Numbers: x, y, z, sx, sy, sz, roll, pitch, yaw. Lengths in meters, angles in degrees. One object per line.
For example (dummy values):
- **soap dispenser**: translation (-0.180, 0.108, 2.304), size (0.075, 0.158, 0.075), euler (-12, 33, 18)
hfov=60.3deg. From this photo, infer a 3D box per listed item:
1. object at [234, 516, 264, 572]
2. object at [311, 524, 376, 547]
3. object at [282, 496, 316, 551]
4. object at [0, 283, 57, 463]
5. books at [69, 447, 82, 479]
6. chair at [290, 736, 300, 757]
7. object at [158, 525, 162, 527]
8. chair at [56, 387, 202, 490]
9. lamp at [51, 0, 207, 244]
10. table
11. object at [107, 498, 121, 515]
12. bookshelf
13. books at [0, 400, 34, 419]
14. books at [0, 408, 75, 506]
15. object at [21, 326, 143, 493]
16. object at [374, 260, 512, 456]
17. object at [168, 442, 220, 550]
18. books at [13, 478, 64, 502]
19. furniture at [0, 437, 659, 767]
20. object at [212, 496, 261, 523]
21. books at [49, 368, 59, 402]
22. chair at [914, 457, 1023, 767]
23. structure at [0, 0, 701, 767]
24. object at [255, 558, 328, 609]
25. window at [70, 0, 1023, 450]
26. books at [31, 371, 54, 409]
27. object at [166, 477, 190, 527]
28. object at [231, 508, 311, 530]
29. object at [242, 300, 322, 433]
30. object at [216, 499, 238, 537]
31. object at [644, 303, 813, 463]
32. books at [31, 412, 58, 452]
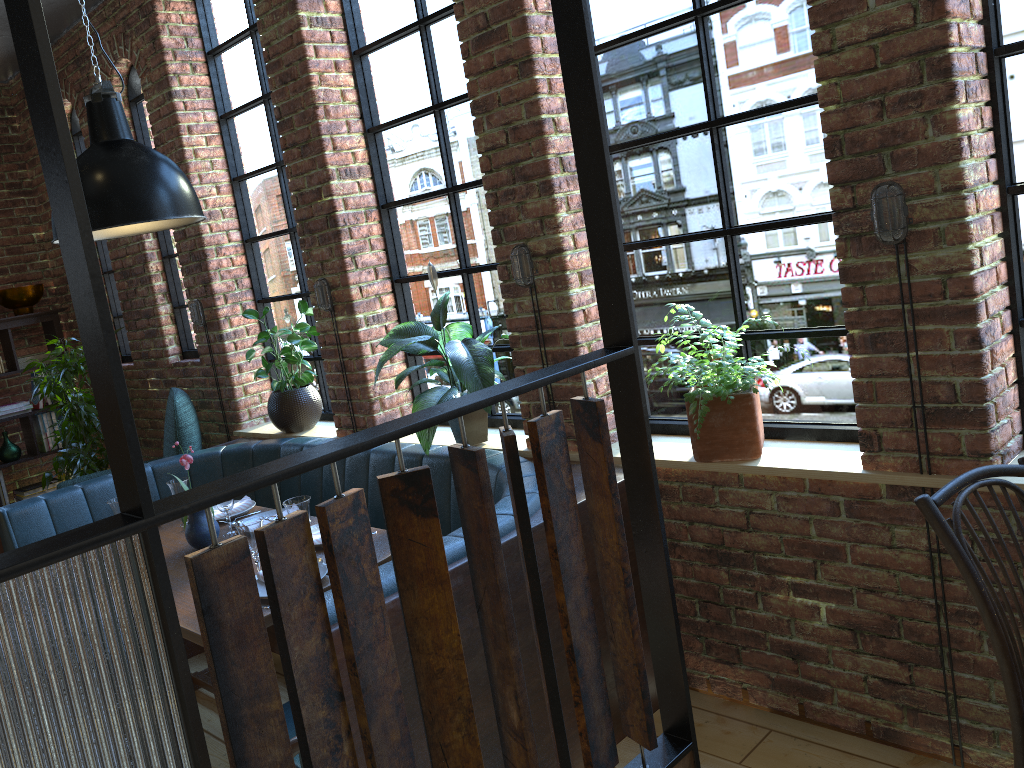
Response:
- **object**: translation (-0.838, 0.538, 2.870), size (0.096, 0.191, 0.101), euler (-12, 8, -14)
- **object**: translation (-0.661, 0.526, 3.181), size (0.258, 0.051, 0.340), euler (-18, 12, -40)
- **object**: translation (-0.721, 0.491, 3.025), size (0.096, 0.191, 0.101), euler (-12, 8, -14)
- **object**: translation (-3.370, 0.220, 6.127), size (0.342, 1.752, 0.585), euler (-4, 10, 40)
- **books**: translation (-3.158, 0.597, 6.356), size (0.198, 0.271, 0.081), euler (-2, 11, 46)
- **chair**: translation (-0.404, 1.039, 1.229), size (0.531, 0.916, 0.455), euler (-14, 8, -26)
- **object**: translation (-1.641, 0.618, 3.689), size (0.312, 0.051, 0.282), euler (-18, 12, -40)
- **chair**: translation (-2.187, 0.656, 4.887), size (1.005, 1.092, 0.833), euler (-13, 8, -19)
- **lamp**: translation (-1.453, -1.186, 3.031), size (0.512, 1.319, 0.549), euler (-13, 8, -26)
- **table**: translation (-1.063, 0.940, 3.317), size (1.612, 0.657, 0.789), euler (-1, 13, 46)
- **object**: translation (-1.558, 0.555, 3.544), size (0.096, 0.191, 0.101), euler (-12, 8, -14)
- **bookshelf**: translation (-3.368, 0.366, 6.145), size (0.783, 1.659, 0.332), euler (-17, 10, -43)
- **books**: translation (-3.459, 0.182, 6.064), size (0.187, 0.079, 0.258), euler (-1, 13, 46)
- **books**: translation (-3.351, 0.510, 6.165), size (0.199, 0.572, 0.563), euler (-3, 11, 44)
- **object**: translation (-2.673, 0.412, 5.560), size (0.890, 1.520, 0.703), euler (-6, 8, 25)
- **object**: translation (-0.277, -0.126, 3.503), size (0.767, 0.747, 0.583), euler (-2, 11, 45)
- **object**: translation (-1.202, 0.407, 3.317), size (0.132, 0.429, 0.226), euler (-13, 8, -26)
- **books**: translation (-3.302, 0.748, 6.167), size (0.290, 0.087, 0.256), euler (-18, 12, -41)
- **furniture**: translation (-0.888, 0.798, 3.478), size (2.735, 0.817, 1.310), euler (-1, 13, 46)
- **object**: translation (-1.235, 0.534, 3.753), size (0.258, 0.051, 0.340), euler (-18, 12, -40)
- **books**: translation (-3.254, 0.017, 6.282), size (0.186, 0.256, 0.076), euler (-2, 11, 46)
- **chair**: translation (1.213, 0.652, 1.780), size (0.393, 0.910, 0.540), euler (-13, 8, -24)
- **structure**: translation (-3.763, 0.588, 0.249), size (6.086, 3.308, 5.824), euler (-5, 10, 30)
- **object**: translation (-0.698, 0.603, 2.766), size (0.312, 0.051, 0.282), euler (-18, 12, -40)
- **window**: translation (-2.075, -0.743, 4.208), size (8.722, 2.416, 3.382), euler (-8, 9, 14)
- **books**: translation (-3.329, 0.041, 6.222), size (0.170, 0.257, 0.119), euler (-2, 11, 46)
- **object**: translation (-1.383, 0.497, 3.701), size (0.096, 0.191, 0.101), euler (-12, 8, -14)
- **object**: translation (-0.963, 0.531, 3.476), size (0.258, 0.051, 0.340), euler (-18, 12, -40)
- **object**: translation (-1.139, -0.087, 4.511), size (0.375, 0.659, 0.529), euler (-13, 8, -21)
- **object**: translation (-1.110, 0.493, 3.428), size (0.096, 0.191, 0.101), euler (-12, 8, -14)
- **object**: translation (0.642, -0.017, 2.738), size (0.408, 0.480, 0.477), euler (-13, 9, -22)
- **books**: translation (-3.301, 0.337, 6.221), size (0.180, 0.271, 0.082), euler (-2, 11, 46)
